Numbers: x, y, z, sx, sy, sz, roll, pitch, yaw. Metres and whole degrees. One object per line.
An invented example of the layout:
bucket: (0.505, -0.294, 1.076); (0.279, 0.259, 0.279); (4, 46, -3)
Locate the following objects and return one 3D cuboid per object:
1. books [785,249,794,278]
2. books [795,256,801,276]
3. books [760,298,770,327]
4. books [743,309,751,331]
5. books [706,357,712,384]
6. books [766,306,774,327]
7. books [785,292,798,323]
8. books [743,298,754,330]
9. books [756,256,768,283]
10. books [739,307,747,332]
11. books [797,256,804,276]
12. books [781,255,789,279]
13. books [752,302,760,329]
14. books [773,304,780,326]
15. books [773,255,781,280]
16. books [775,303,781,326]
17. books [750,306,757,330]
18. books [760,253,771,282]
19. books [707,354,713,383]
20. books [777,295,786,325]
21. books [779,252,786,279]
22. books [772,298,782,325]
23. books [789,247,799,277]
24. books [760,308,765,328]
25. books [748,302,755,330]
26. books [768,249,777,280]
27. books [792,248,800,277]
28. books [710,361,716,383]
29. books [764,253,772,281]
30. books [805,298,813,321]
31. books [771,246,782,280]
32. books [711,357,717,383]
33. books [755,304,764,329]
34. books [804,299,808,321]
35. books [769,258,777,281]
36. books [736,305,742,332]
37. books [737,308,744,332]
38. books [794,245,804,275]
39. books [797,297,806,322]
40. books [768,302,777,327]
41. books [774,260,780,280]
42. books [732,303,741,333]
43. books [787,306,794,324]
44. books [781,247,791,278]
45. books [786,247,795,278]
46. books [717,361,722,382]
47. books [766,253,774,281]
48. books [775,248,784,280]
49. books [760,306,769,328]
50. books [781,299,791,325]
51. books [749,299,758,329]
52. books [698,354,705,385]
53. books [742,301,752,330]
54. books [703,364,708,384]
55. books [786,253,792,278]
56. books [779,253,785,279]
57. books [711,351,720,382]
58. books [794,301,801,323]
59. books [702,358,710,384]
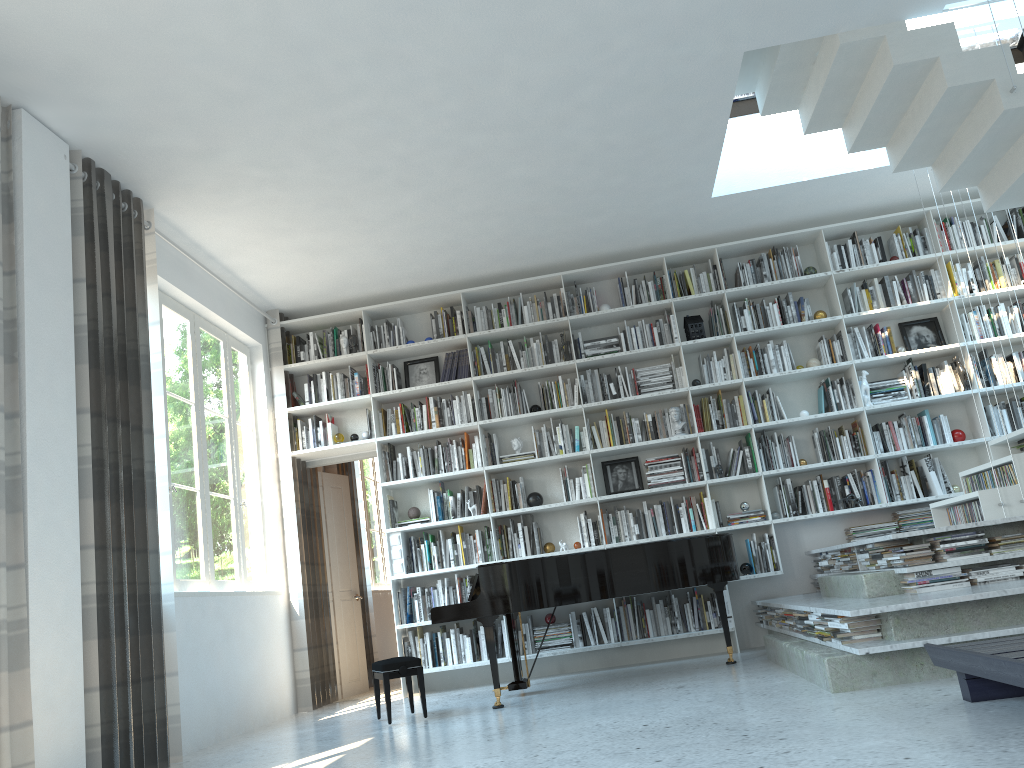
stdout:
books: (2.254, -0.939, 7.222); (0.019, 0.298, 0.137); (-9, -13, 5)
books: (2.312, -0.907, 7.204); (0.018, 0.214, 0.158); (-9, -13, 5)
books: (2.050, -0.535, 7.166); (0.013, 0.283, 0.155); (-9, -13, 5)
books: (1.888, -0.477, 7.147); (0.026, 0.207, 0.181); (-9, -13, 5)
books: (1.578, -0.079, 7.121); (0.028, 0.249, 0.165); (-9, -13, 5)
books: (2.073, -0.505, 7.155); (0.025, 0.216, 0.144); (-9, -13, 5)
books: (2.244, -0.574, 7.122); (0.029, 0.284, 0.184); (-9, -13, 5)
books: (1.914, -0.527, 7.165); (0.014, 0.306, 0.153); (-9, -13, 5)
books: (2.038, -0.888, 7.214); (0.028, 0.257, 0.185); (-9, -13, 5)
books: (1.863, -0.485, 7.171); (0.026, 0.242, 0.148); (-9, -13, 5)
books: (2.326, -0.909, 7.193); (0.014, 0.208, 0.188); (-9, -14, 5)
books: (2.216, -0.910, 7.218); (0.024, 0.252, 0.150); (-9, -13, 5)
books: (1.971, -0.516, 7.178); (0.012, 0.276, 0.133); (-9, -13, 5)
books: (2.115, -0.515, 7.125); (0.021, 0.208, 0.181); (-9, -13, 5)
books: (2.152, -0.900, 7.218); (0.008, 0.250, 0.170); (-9, -13, 5)
books: (2.131, -0.521, 7.138); (0.011, 0.222, 0.159); (-9, -13, 5)
books: (1.942, -0.495, 7.163); (0.012, 0.235, 0.166); (-9, -13, 5)
books: (2.064, -0.904, 7.238); (0.024, 0.291, 0.168); (-9, -13, 5)
books: (1.591, -0.094, 7.124); (0.019, 0.274, 0.146); (-9, -13, 5)
books: (2.171, -0.555, 7.156); (0.012, 0.284, 0.160); (-9, -13, 5)
books: (2.198, -0.918, 7.223); (0.008, 0.274, 0.163); (-9, -13, 5)
books: (2.140, -0.543, 7.143); (0.012, 0.264, 0.156); (-9, -13, 5)
books: (2.282, -0.945, 7.209); (0.013, 0.296, 0.189); (-9, -13, 5)
books: (2.014, -0.495, 7.162); (0.014, 0.214, 0.132); (-9, -13, 5)
books: (1.928, -0.511, 7.159); (0.010, 0.268, 0.166); (-9, -13, 5)
books: (2.123, -0.925, 7.228); (0.006, 0.311, 0.179); (-9, -13, 5)
books: (2.293, -0.939, 7.200); (0.008, 0.278, 0.181); (-9, -13, 5)
books: (1.606, -0.063, 7.114); (0.023, 0.206, 0.171); (-9, -13, 5)
books: (2.085, -0.906, 7.248); (0.017, 0.294, 0.139); (-9, -13, 5)
books: (2.380, -0.562, 7.133); (0.026, 0.229, 0.141); (-9, -13, 5)
books: (2.153, -0.939, 7.226); (0.007, 0.328, 0.184); (-9, -13, 5)
books: (1.618, -0.080, 7.111); (0.023, 0.235, 0.179); (-9, -13, 5)
books: (1.990, -0.508, 7.149); (0.027, 0.241, 0.160); (-9, -13, 5)
books: (2.343, -0.554, 7.118); (0.048, 0.216, 0.182); (-9, -13, 5)
books: (2.116, -0.885, 7.215); (0.018, 0.230, 0.160); (-9, -13, 5)
books: (1.832, -0.495, 7.189); (0.011, 0.279, 0.133); (-9, -13, 5)
books: (1.845, -0.479, 7.178); (0.012, 0.239, 0.139); (-9, -13, 5)
books: (2.330, -0.958, 7.205); (0.006, 0.305, 0.164); (-9, -13, 5)
books: (2.318, -0.561, 7.113); (0.054, 0.235, 0.172); (-9, -13, 5)
books: (2.093, -0.522, 7.144); (0.023, 0.236, 0.149); (-9, -13, 5)
books: (2.141, -0.877, 7.199); (0.018, 0.200, 0.189); (-9, -14, 5)
books: (1.818, -0.501, 7.171); (0.012, 0.284, 0.160); (-9, -13, 5)
books: (2.225, -0.517, 7.126); (0.027, 0.181, 0.176); (-9, -14, 5)
books: (2.226, -0.941, 7.214); (0.008, 0.306, 0.183); (-9, -13, 5)
books: (2.267, -0.948, 7.241); (0.008, 0.320, 0.134); (-9, -13, 5)
books: (1.652, -0.068, 7.093); (0.024, 0.194, 0.173); (-9, -13, 5)
books: (2.102, -0.905, 7.241); (0.007, 0.284, 0.160); (-9, -13, 5)
books: (2.164, -0.930, 7.205); (0.015, 0.298, 0.183); (-9, -13, 5)
books: (2.035, -0.501, 7.165); (0.028, 0.223, 0.142); (-9, -13, 5)
books: (2.192, -0.540, 7.130); (0.030, 0.237, 0.186); (-9, -13, 5)
books: (1.953, -0.525, 7.175); (0.021, 0.295, 0.138); (-9, -13, 5)
books: (1.528, -0.087, 7.135); (0.018, 0.284, 0.160); (-9, -13, 5)
books: (1.903, -0.512, 7.170); (0.011, 0.282, 0.173); (-9, -13, 5)
books: (1.544, -0.046, 7.102); (0.028, 0.185, 0.181); (-9, -14, 5)
books: (2.241, -0.918, 7.214); (0.014, 0.258, 0.150); (-9, -13, 5)
books: (2.188, -0.918, 7.228); (0.012, 0.279, 0.144); (-9, -13, 5)
books: (1.630, -0.107, 7.093); (0.028, 0.274, 0.187); (-9, -13, 5)
books: (2.280, -0.541, 7.126); (0.030, 0.212, 0.157); (-9, -13, 5)
books: (1.562, -0.072, 7.127); (0.024, 0.242, 0.159); (-9, -13, 5)
